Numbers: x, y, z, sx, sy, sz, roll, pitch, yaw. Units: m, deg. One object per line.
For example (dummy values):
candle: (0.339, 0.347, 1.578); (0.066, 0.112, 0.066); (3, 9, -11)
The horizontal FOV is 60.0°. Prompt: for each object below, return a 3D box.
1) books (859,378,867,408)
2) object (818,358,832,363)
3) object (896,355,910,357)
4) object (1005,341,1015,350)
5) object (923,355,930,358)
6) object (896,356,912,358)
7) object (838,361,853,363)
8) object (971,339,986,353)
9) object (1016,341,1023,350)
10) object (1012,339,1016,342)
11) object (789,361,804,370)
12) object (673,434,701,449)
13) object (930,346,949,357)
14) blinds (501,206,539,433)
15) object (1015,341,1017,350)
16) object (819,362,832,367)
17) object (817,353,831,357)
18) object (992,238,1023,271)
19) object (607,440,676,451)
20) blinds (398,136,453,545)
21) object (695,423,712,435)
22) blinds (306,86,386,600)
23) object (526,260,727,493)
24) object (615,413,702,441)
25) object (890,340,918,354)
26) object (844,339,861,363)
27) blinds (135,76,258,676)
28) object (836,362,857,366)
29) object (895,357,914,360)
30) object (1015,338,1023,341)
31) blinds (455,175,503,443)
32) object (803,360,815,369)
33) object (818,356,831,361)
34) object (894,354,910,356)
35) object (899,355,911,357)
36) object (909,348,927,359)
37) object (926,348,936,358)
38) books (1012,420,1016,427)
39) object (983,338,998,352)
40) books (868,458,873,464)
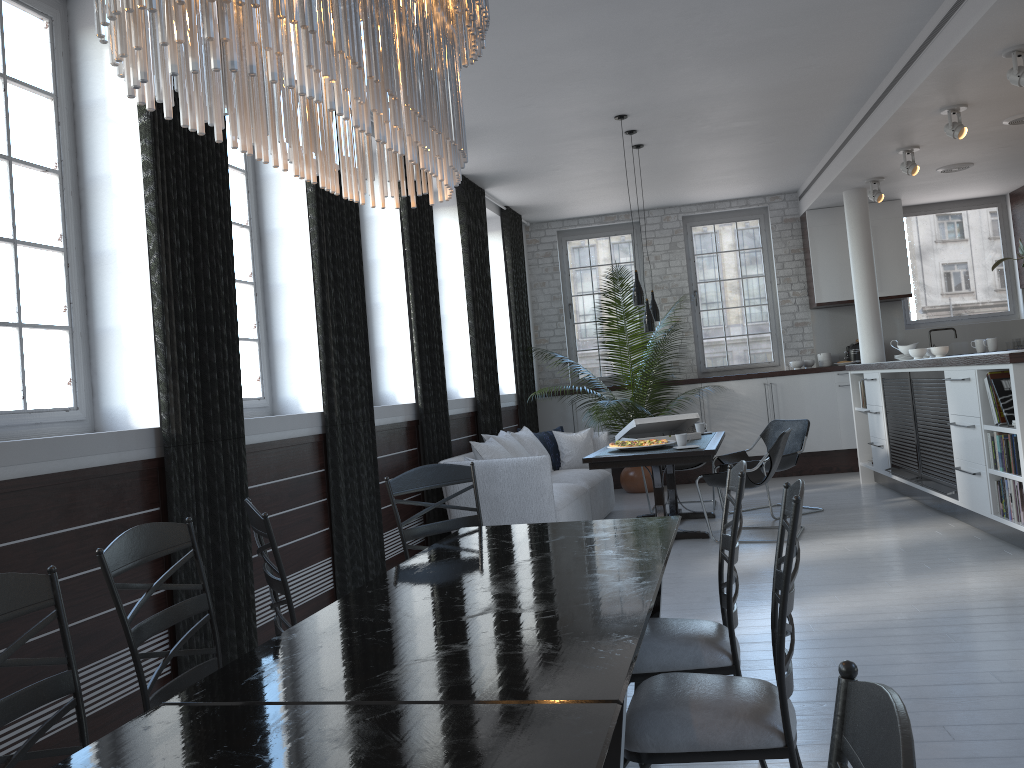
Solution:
books: (3.569, 0.065, 8.665); (0.253, 0.324, 0.509); (-5, -1, 9)
object: (3.652, -0.262, 10.337); (0.153, 0.074, 0.153); (-5, -1, 12)
object: (3.908, -0.274, 8.728); (0.261, 0.028, 0.262); (-6, -1, 37)
object: (5.544, -0.420, 9.853); (0.094, 0.098, 0.094); (-5, -2, -8)
object: (3.920, -0.261, 8.414); (0.235, 0.041, 0.235); (-5, -1, 4)
object: (3.910, -0.259, 8.728); (0.261, 0.028, 0.262); (-5, -1, 33)
object: (3.760, -0.242, 9.997); (0.137, 0.044, 0.138); (-5, -1, -29)
object: (5.179, -0.417, 9.818); (0.138, 0.152, 0.109); (-5, -2, 4)
object: (5.648, -0.430, 9.833); (0.094, 0.098, 0.094); (-6, -2, 26)
object: (5.662, -0.460, 9.937); (0.094, 0.098, 0.094); (-5, -2, -8)
object: (3.278, -0.214, 10.184); (0.156, 0.093, 0.156); (-5, -1, 8)
object: (1.283, 0.426, 6.578); (0.176, 0.097, 0.301); (-5, -1, -1)
object: (3.856, -0.289, 7.988); (0.156, 0.093, 0.157); (-6, -1, 24)
blinds: (0.135, -0.338, 10.128); (0.102, 3.320, 0.622); (-6, -3, 15)
object: (5.664, -0.430, 9.935); (0.094, 0.098, 0.094); (-5, -2, -8)
object: (3.658, -0.227, 10.337); (0.153, 0.055, 0.153); (-4, -1, -38)
object: (3.645, -0.324, 10.342); (0.153, 0.075, 0.153); (-5, -1, -24)
object: (3.370, -0.672, 5.397); (0.437, 0.892, 0.773); (-4, -2, -23)
object: (1.005, 0.485, 6.868); (0.532, 0.042, 0.532); (-5, -1, 6)
blinds: (-0.658, -0.296, 7.075); (0.098, 3.319, 0.623); (-6, -3, 15)
object: (1.688, 0.401, 7.941); (0.204, 0.098, 0.175); (-5, -1, 14)
blinds: (-1.063, -0.274, 5.617); (0.102, 3.320, 0.622); (-6, -3, 15)
object: (1.130, -0.057, 9.904); (2.403, 2.627, 1.917); (-4, -2, -33)
object: (1.245, 0.379, 7.607); (0.591, 0.216, 0.586); (-5, -1, -12)
object: (3.880, -0.358, 8.748); (0.268, 0.173, 0.130); (-6, -2, 38)
object: (4.028, -0.381, 10.183); (0.414, 0.291, 0.278); (-5, -2, 9)
blinds: (-1.451, -0.253, 4.125); (0.087, 3.320, 0.622); (-6, -3, 15)
object: (3.767, -0.227, 9.992); (0.262, 0.028, 0.261); (-5, -1, -3)
object: (3.910, -0.252, 8.727); (0.262, 0.028, 0.261); (-5, -1, -2)
object: (5.645, -0.460, 9.834); (0.094, 0.098, 0.094); (-6, -2, 26)
blinds: (-0.250, -0.318, 8.597); (0.111, 3.319, 0.739); (-6, -3, 15)
object: (3.430, -0.227, 10.255); (0.157, 0.093, 0.156); (-5, -1, -11)
object: (3.648, -0.292, 10.338); (0.153, 0.062, 0.153); (-6, -1, 38)
object: (3.908, -0.282, 8.729); (0.262, 0.028, 0.261); (-5, -1, -3)
object: (3.909, -0.267, 8.728); (0.261, 0.028, 0.262); (-5, -1, 33)
object: (3.708, -0.275, 8.087); (0.156, 0.093, 0.156); (-5, -1, 9)
object: (3.884, -0.290, 8.162); (0.157, 0.093, 0.156); (-5, -1, -5)
books: (3.016, 0.213, 5.045); (0.272, 0.054, 0.204); (-5, -1, 4)
object: (5.264, -0.426, 9.722); (0.138, 0.152, 0.108); (-4, -2, -30)
books: (3.655, 0.612, 8.649); (0.293, 0.324, 0.472); (-5, -1, 6)
